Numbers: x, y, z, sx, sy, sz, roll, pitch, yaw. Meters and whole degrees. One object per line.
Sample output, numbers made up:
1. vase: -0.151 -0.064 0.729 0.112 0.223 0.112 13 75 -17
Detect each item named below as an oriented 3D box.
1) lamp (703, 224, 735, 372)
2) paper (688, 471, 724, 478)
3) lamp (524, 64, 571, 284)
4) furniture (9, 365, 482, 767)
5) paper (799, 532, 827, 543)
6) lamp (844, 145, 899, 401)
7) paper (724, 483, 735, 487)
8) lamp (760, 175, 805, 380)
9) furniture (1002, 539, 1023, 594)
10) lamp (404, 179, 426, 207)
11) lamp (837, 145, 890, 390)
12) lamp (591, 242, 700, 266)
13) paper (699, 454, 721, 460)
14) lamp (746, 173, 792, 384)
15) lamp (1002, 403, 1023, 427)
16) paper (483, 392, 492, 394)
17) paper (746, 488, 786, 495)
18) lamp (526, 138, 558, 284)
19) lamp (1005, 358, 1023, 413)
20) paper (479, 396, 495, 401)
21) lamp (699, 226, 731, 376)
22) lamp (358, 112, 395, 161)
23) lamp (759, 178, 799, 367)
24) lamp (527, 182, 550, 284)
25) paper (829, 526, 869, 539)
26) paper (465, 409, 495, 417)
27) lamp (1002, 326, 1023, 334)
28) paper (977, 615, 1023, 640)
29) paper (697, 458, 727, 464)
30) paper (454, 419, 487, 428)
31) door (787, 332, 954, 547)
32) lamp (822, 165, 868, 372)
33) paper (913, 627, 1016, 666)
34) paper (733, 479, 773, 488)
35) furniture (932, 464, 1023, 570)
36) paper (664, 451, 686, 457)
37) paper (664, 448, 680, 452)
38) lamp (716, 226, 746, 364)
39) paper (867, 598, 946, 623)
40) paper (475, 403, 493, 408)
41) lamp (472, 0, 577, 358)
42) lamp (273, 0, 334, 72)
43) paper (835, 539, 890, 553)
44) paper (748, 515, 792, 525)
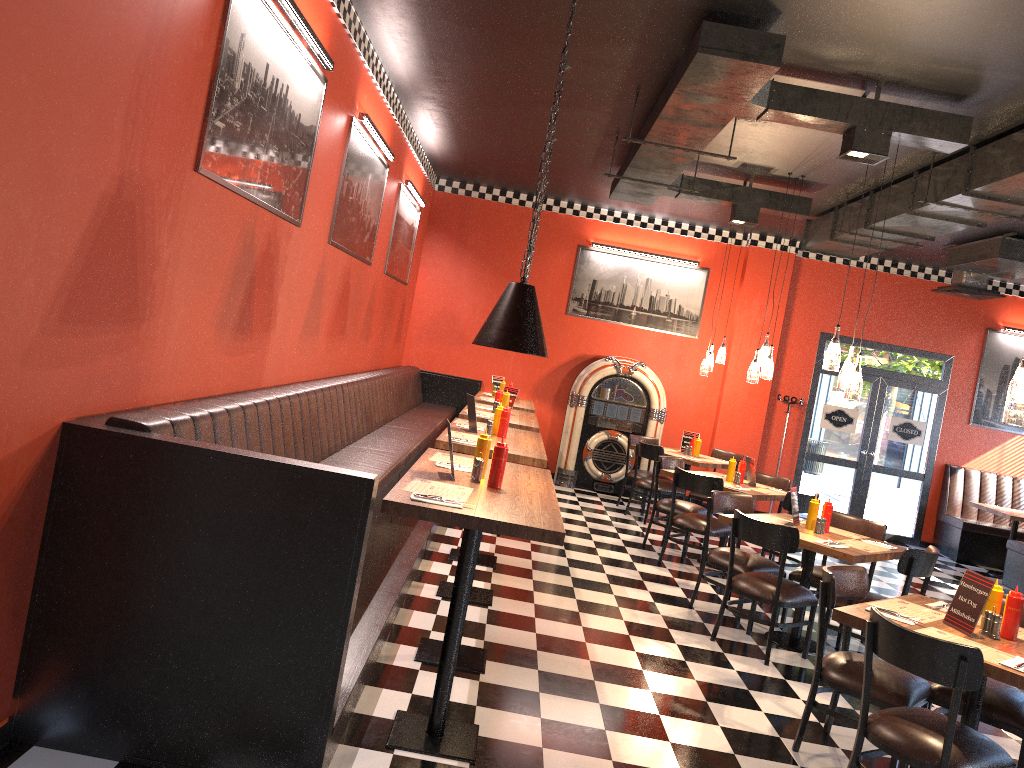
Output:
1. lamp: 2.431 -1.113 10.204 0.109 1.965 0.108 10 0 42
2. paper: 1.818 0.859 8.428 0.262 0.001 0.364 13 3 44
3. lamp: 0.191 -1.250 6.281 0.383 2.044 0.380 10 0 42
4. furniture: -1.068 0.576 7.424 1.104 1.149 8.763 10 2 0
5. paper: 1.854 0.981 5.792 0.367 0.001 0.260 13 3 44
6. lamp: 2.479 -0.860 6.004 0.108 1.965 0.108 10 0 12
7. paper: 1.836 0.883 7.950 0.260 0.001 0.367 8 3 -43
8. lamp: 2.503 -1.009 8.118 0.108 1.965 0.109 10 0 -18
9. furniture: 6.469 1.857 9.700 1.709 1.154 0.706 10 1 0
10. lamp: -1.089 -2.130 9.944 0.081 0.056 1.445 10 2 0
11. lamp: 2.477 -0.926 6.127 0.109 1.965 0.108 10 0 42
12. lamp: 1.768 -1.721 11.746 1.444 0.056 0.081 10 2 0
13. paper: 2.272 0.854 10.441 0.260 0.001 0.367 8 4 -45
14. lamp: 2.372 -0.972 8.105 0.108 1.965 0.108 10 0 12
15. lamp: 2.401 -0.783 3.913 0.108 1.965 0.109 10 0 -43
16. paper: -0.235 0.132 11.169 0.261 0.001 0.365 11 2 3
17. paper: 2.291 0.966 7.963 0.262 0.001 0.364 13 3 44
18. lamp: 0.208 -1.343 8.472 0.383 2.044 0.380 10 0 42
19. lamp: 2.353 -0.847 3.806 0.108 1.965 0.108 10 0 -13
20. paper: -0.243 0.174 10.188 0.261 0.001 0.365 11 2 3
21. lamp: 2.407 -1.063 10.327 0.108 1.965 0.109 10 0 -18
22. lamp: -1.111 -2.018 7.298 0.081 0.056 1.445 10 2 0
23. lamp: 2.504 -1.128 8.247 0.108 1.965 0.109 10 0 -43
24. lamp: 0.227 -1.438 10.713 0.383 2.044 0.380 10 0 42
25. paper: 2.307 1.043 6.278 0.367 0.001 0.260 13 3 44
26. paper: -0.291 0.259 8.052 0.261 0.001 0.365 11 2 3
27. lamp: 6.784 -0.682 11.702 0.610 0.056 0.081 10 2 0
28. paper: 2.310 1.139 4.102 0.260 0.001 0.367 8 4 -45
29. paper: 2.250 0.870 9.976 0.262 0.001 0.364 13 3 44
30. paper: -0.310 0.307 6.877 0.261 0.001 0.365 11 2 3
31. door: 4.749 0.731 11.749 1.800 2.572 0.128 10 0 0
32. lamp: 2.371 -1.059 6.107 0.108 1.965 0.109 10 0 -28
33. paper: 1.862 1.077 3.651 0.260 0.001 0.367 8 3 -42
34. paper: 2.275 0.944 8.410 0.367 0.001 0.260 13 3 44
35. furniture: 6.482 1.786 11.383 1.709 1.154 0.706 10 1 0
36. paper: 1.810 0.790 9.964 0.260 0.001 0.367 8 3 -45
37. paper: 1.802 0.768 10.427 0.364 0.001 0.262 8 3 -43
38. lamp: 2.578 -1.201 10.224 0.109 1.965 0.108 10 0 32
39. paper: 1.853 1.054 4.129 0.364 0.001 0.262 8 3 -45
40. paper: -0.286 0.219 8.972 0.261 0.001 0.365 11 2 3
41. lamp: 0.175 -1.168 4.343 0.383 2.044 0.380 10 0 42
42. lamp: -1.132 -1.907 4.679 0.081 0.056 1.445 10 2 0
43. paper: 2.294 1.061 5.812 0.262 0.001 0.364 13 3 43
44. paper: 1.837 0.958 6.255 0.364 0.001 0.262 8 3 -44
